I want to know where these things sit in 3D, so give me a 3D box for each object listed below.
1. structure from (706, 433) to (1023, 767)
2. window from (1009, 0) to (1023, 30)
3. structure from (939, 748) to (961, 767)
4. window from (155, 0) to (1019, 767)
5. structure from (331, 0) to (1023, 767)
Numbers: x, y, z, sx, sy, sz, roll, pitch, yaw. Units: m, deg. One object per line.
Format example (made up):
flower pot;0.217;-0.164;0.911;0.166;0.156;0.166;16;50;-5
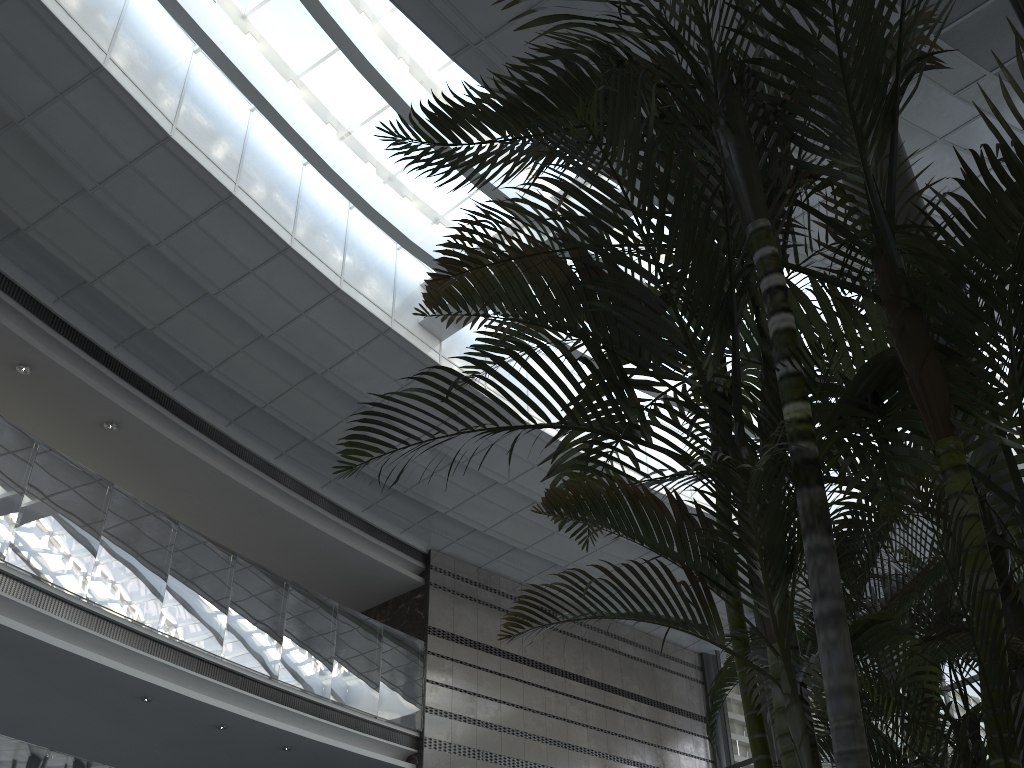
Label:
structure;1.755;1.852;3.128;1.696;3.261;2.263;-23;-39;30
window;5.986;-0.499;3.386;16.387;7.049;4.492;26;-42;-31
structure;3.473;3.684;5.300;1.456;3.024;1.349;-24;-39;31
window;0.809;2.500;8.271;19.219;8.847;14.990;14;-40;-20
structure;0.676;0.461;1.998;2.493;4.073;2.818;-21;-39;27
